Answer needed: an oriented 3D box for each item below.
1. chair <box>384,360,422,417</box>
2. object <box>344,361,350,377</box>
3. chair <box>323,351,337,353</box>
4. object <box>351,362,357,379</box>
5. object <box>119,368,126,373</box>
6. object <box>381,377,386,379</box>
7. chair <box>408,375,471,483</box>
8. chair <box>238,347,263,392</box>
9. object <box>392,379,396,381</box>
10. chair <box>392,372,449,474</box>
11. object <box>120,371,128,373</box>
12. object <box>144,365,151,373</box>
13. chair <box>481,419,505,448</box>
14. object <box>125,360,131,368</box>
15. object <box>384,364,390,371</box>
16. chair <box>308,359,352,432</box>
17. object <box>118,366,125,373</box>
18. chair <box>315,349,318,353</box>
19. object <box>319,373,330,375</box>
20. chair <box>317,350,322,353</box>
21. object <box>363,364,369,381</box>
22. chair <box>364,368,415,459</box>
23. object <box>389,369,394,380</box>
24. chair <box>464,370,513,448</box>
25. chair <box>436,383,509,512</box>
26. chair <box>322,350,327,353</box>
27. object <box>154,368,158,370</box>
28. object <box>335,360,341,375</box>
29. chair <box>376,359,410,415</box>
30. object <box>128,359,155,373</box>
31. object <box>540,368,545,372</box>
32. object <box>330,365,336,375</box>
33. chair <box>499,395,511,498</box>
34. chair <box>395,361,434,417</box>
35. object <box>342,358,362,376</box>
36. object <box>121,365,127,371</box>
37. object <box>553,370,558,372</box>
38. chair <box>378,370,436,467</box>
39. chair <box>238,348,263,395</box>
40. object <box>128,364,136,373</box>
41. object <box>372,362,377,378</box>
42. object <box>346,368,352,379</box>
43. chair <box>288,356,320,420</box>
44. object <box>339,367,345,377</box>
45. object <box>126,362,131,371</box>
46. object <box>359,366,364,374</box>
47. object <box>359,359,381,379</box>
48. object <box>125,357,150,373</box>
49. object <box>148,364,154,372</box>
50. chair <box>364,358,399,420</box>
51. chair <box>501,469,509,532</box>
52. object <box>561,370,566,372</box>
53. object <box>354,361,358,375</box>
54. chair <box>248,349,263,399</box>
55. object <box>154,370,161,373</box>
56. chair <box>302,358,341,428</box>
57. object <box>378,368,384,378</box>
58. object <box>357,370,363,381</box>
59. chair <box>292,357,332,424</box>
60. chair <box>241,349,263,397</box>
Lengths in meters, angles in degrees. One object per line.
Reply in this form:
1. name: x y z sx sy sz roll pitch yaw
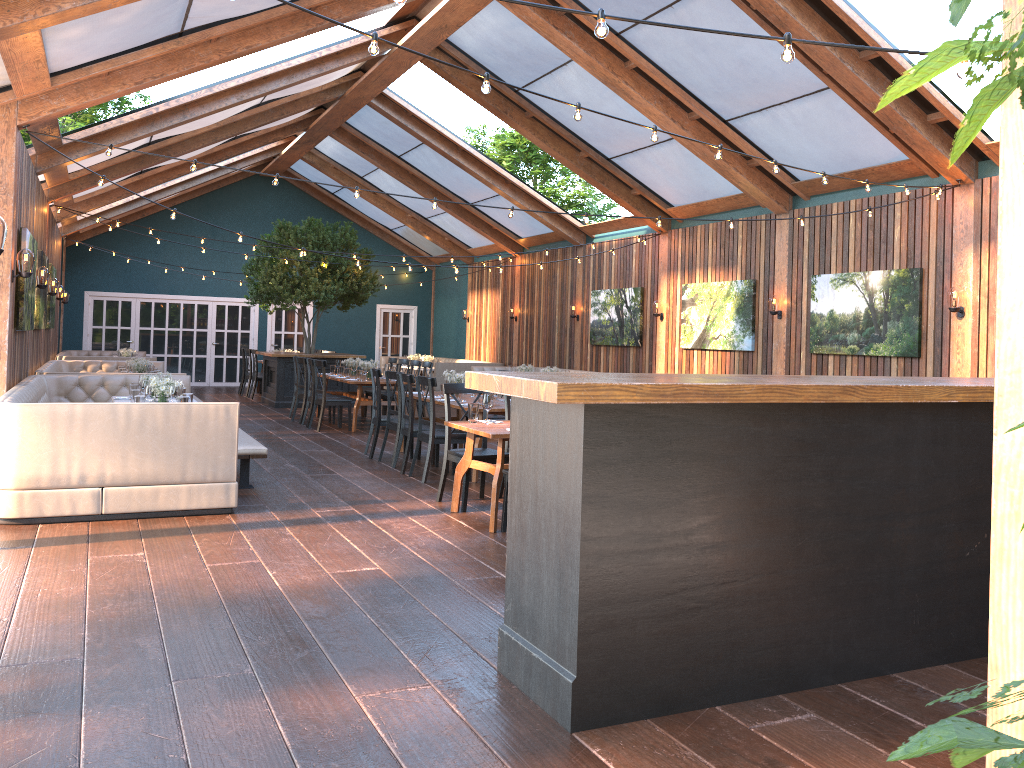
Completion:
1. chair: -1.721 0.135 13.985 0.539 1.021 0.477 2 0 -25
2. object: -2.626 -0.239 14.049 0.092 0.245 0.092 2 0 -28
3. chair: -4.087 -0.199 18.989 0.539 1.021 0.478 2 0 -42
4. object: -2.426 -0.209 13.589 0.092 0.245 0.092 2 0 -22
5. object: -5.463 -0.140 12.403 0.091 0.158 0.092 2 0 -39
6. object: -1.970 -0.094 13.827 0.255 0.019 0.158 0 3 -25
7. chair: -0.699 0.435 8.834 0.539 1.021 0.477 2 0 -25
8. chair: -5.893 -0.308 20.017 0.539 1.021 0.477 2 0 -20
9. object: -1.722 -0.059 13.295 0.255 0.019 0.158 0 3 -25
10. chair: -0.942 0.401 9.339 0.539 1.021 0.477 2 0 -20
11. object: -5.120 -0.091 11.678 0.091 0.158 0.092 2 0 -39
12. object: -4.864 -0.133 11.806 0.092 0.245 0.092 2 0 23
13. chair: -0.033 0.374 10.383 0.539 1.021 0.478 2 0 -30
14. object: -5.723 -0.232 13.199 0.092 0.245 0.092 2 0 23
15. object: -1.883 -0.179 13.344 0.092 0.245 0.092 2 0 0
16. chair: -2.639 0.161 12.936 0.539 1.021 0.478 2 0 -30
17. object: -5.788 -0.186 13.105 0.091 0.158 0.092 2 0 -39
18. chair: -4.790 -0.301 20.534 0.539 1.021 0.478 2 0 -30
19. object: -3.063 -0.169 14.617 0.255 0.019 0.158 0 3 -25
20. chair: -4.552 -0.268 20.028 0.539 1.021 0.477 2 0 -20
21. object: -2.154 -0.173 13.063 0.092 0.245 0.092 2 0 -22
22. chair: -1.417 0.334 10.347 0.539 1.021 0.477 2 0 -17
23. object: -1.841 -0.139 13.431 0.092 0.158 0.092 2 0 11
24. chair: -0.271 0.341 10.891 0.539 1.021 0.477 2 0 -25
25. chair: -0.310 0.516 7.511 0.477 1.021 0.540 2 0 -30
26. chair: -4.314 -0.234 19.520 0.539 1.021 0.477 2 0 -25
27. object: -5.186 -0.153 12.817 0.091 0.158 0.092 2 0 -39
28. object: -2.870 -0.274 14.590 0.092 0.245 0.092 2 0 23
29. chair: -1.958 0.101 14.492 0.539 1.021 0.478 2 0 -30
30. object: -5.121 -0.194 12.205 0.336 0.310 0.329 2 1 -9
31. object: 0.539 -0.155 15.415 0.092 0.245 0.092 2 0 23
32. object: -2.935 -0.227 14.471 0.092 0.158 0.092 2 0 -9
33. chair: 0.197 0.519 7.748 0.477 1.021 0.540 2 0 -25
34. chair: -1.483 0.168 13.478 0.539 1.021 0.477 2 0 -20
35. object: -2.604 -0.292 14.464 0.336 0.310 0.329 1 1 -30
36. object: -5.914 -0.210 13.486 0.091 0.158 0.092 2 0 -39
37. object: 0.711 -0.101 14.483 0.092 0.245 0.092 2 0 -22
38. chair: -1.150 0.368 9.845 0.539 1.021 0.478 2 0 -28
39. chair: -5.727 -0.275 19.476 0.539 1.021 0.477 2 0 -20
40. object: -5.069 -0.139 11.792 0.092 0.245 0.092 2 0 -22
41. object: -2.153 -0.215 13.847 0.092 0.245 0.092 2 0 17
42. object: -2.486 -0.161 13.456 0.092 0.158 0.092 2 0 1
43. chair: -3.341 0.060 14.462 0.539 1.021 0.477 2 0 -20
44. object: -2.683 -0.192 13.937 0.092 0.158 0.092 2 0 -19
45. object: -5.408 -0.187 12.512 0.092 0.245 0.092 2 0 23
46. object: -2.541 -0.242 14.982 0.092 0.158 0.092 2 0 1
47. object: -2.185 -0.229 13.502 0.329 0.310 0.336 2 1 12
48. object: -5.529 -0.252 13.073 0.336 0.310 0.329 1 1 -13
49. object: -4.916 -0.147 12.035 0.092 0.245 0.092 2 0 23
50. chair: -2.196 0.067 14.999 0.539 1.021 0.477 2 0 -25
51. chair: 0.225 0.592 6.369 0.477 1.021 0.540 2 0 -20
52. object: 0.858 -0.110 14.735 0.092 0.245 0.092 2 0 23
53. object: -2.636 -0.282 14.869 0.092 0.245 0.092 2 -1 -45
54. chair: -5.195 -0.207 18.489 0.539 1.021 0.477 2 0 -25
55. object: -4.865 -0.107 12.131 0.091 0.158 0.092 2 0 -39
56. chair: -2.877 0.127 13.443 0.539 1.021 0.477 2 0 -22
57. object: -2.066 -0.174 13.964 0.092 0.158 0.091 2 0 31
58. object: -2.225 -0.125 12.933 0.092 0.158 0.092 2 0 11
59. chair: -3.137 0.093 13.940 0.539 1.021 0.478 2 0 -30
60. chair: -5.477 -0.241 18.976 0.539 1.021 0.478 2 0 -30
